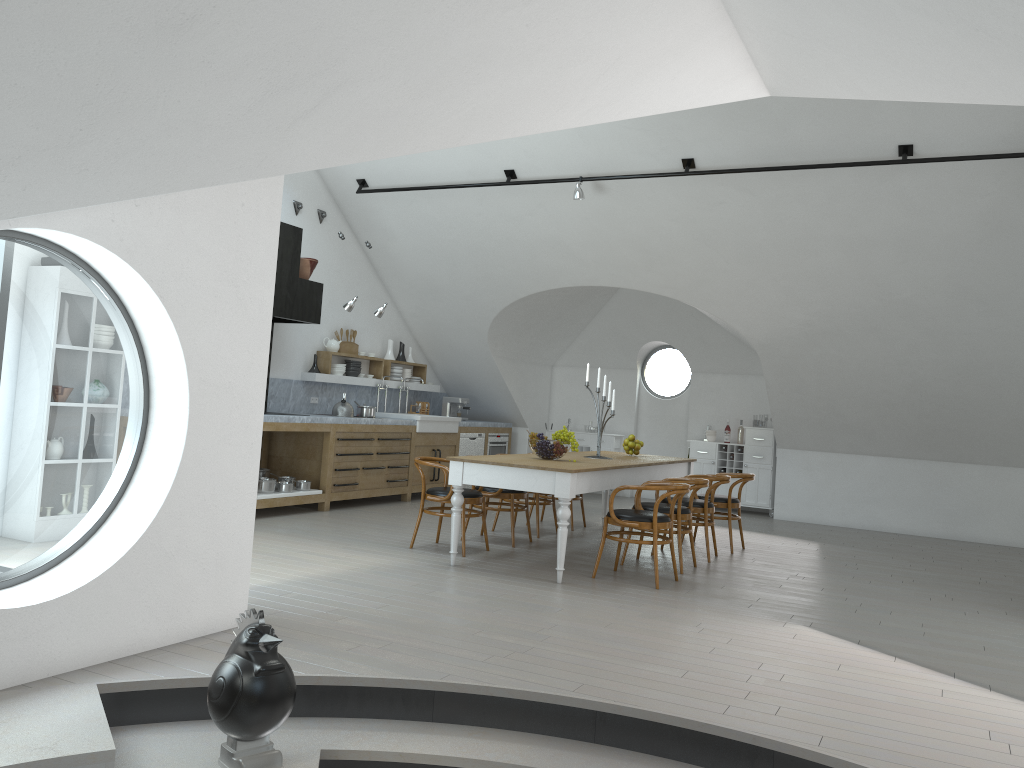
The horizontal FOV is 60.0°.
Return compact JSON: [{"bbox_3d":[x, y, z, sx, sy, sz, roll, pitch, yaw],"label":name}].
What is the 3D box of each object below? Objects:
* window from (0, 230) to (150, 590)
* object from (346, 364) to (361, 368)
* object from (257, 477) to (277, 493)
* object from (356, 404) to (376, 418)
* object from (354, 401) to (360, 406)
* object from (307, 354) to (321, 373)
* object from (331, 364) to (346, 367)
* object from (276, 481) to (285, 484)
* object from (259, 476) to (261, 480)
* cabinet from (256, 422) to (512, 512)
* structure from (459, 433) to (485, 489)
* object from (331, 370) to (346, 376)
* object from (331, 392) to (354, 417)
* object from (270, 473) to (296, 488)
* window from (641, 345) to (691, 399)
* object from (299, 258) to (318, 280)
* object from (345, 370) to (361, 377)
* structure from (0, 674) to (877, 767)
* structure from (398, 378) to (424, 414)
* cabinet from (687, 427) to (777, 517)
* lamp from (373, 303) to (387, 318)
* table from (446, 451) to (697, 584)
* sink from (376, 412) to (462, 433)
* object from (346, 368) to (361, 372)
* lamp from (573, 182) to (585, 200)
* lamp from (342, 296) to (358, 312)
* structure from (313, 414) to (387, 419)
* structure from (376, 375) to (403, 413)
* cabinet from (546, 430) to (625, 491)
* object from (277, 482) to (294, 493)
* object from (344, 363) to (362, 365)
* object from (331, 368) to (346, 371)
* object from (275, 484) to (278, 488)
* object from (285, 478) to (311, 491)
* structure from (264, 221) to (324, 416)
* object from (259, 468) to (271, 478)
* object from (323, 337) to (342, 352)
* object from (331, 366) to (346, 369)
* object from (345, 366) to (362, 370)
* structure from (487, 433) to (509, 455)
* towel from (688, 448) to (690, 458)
[{"bbox_3d":[-2.108,0.103,3.611,0.104,1.473,1.467,2,-3,26],"label":"window"},{"bbox_3d":[-1.934,-0.196,10.761,0.206,0.072,0.205,4,-2,14],"label":"object"},{"bbox_3d":[-2.448,0.962,8.523,0.379,0.164,0.222,4,-2,16],"label":"object"},{"bbox_3d":[-1.663,0.317,10.250,0.232,0.170,0.394,4,-2,6],"label":"object"},{"bbox_3d":[-1.727,0.285,10.195,0.236,0.167,0.051,3,-3,22],"label":"object"},{"bbox_3d":[-2.255,-0.233,10.155,0.156,0.219,0.155,4,-3,8],"label":"object"},{"bbox_3d":[-2.059,-0.206,10.508,0.180,0.076,0.181,5,-2,-26],"label":"object"},{"bbox_3d":[-2.355,0.991,8.835,0.041,0.045,0.247,3,-2,25],"label":"object"},{"bbox_3d":[-2.365,0.938,8.450,0.051,0.152,0.190,3,-3,26],"label":"object"},{"bbox_3d":[-1.863,0.946,10.175,1.004,1.023,6.416,3,-2,26],"label":"cabinet"},{"bbox_3d":[-0.810,1.050,11.941,0.599,0.824,0.722,3,-3,26],"label":"structure"},{"bbox_3d":[-2.066,-0.132,10.501,0.181,0.064,0.181,5,-2,-41],"label":"object"},{"bbox_3d":[-1.866,0.226,9.823,0.246,0.268,0.246,2,-3,36],"label":"object"},{"bbox_3d":[-2.338,0.997,9.089,0.181,0.134,0.309,6,-2,-39],"label":"object"},{"bbox_3d":[2.310,-0.171,13.112,0.900,0.901,0.060,3,-3,26],"label":"window"},{"bbox_3d":[-2.207,-1.183,9.208,0.366,0.237,0.347,2,-3,44],"label":"object"},{"bbox_3d":[-1.940,-0.121,10.755,0.206,0.072,0.205,4,-2,14],"label":"object"},{"bbox_3d":[-0.289,1.573,1.526,4.705,0.694,4.707,5,-2,-19],"label":"structure"},{"bbox_3d":[-1.305,0.188,11.538,0.333,0.530,0.213,4,-3,7],"label":"structure"},{"bbox_3d":[3.028,1.150,12.113,1.243,1.156,0.608,3,-3,26],"label":"cabinet"},{"bbox_3d":[-1.477,-0.828,9.981,0.169,0.176,0.112,3,-3,19],"label":"lamp"},{"bbox_3d":[0.678,1.054,7.814,1.019,0.800,3.342,3,-2,26],"label":"table"},{"bbox_3d":[-1.198,0.489,11.145,0.727,0.202,1.019,3,-2,26],"label":"sink"},{"bbox_3d":[-1.939,-0.147,10.756,0.205,0.086,0.205,5,-2,-26],"label":"object"},{"bbox_3d":[0.668,-1.911,8.784,0.112,0.175,0.114,5,-3,-11],"label":"lamp"},{"bbox_3d":[-1.736,-0.855,9.465,0.164,0.178,0.115,2,-4,45],"label":"lamp"},{"bbox_3d":[-1.862,0.384,10.023,0.648,0.041,0.736,3,-2,26],"label":"structure"},{"bbox_3d":[-1.520,0.162,11.102,0.333,0.530,0.213,4,-3,7],"label":"structure"},{"bbox_3d":[1.036,1.097,12.887,1.135,0.790,0.496,3,-3,26],"label":"cabinet"},{"bbox_3d":[-2.261,0.999,8.661,0.261,0.113,0.153,4,-2,16],"label":"object"},{"bbox_3d":[-1.933,-0.222,10.767,0.205,0.084,0.205,5,-2,-36],"label":"object"},{"bbox_3d":[-2.064,-0.154,10.502,0.181,0.065,0.181,5,-2,-26],"label":"object"},{"bbox_3d":[-2.479,0.986,8.816,0.508,0.052,0.263,4,-2,3],"label":"object"},{"bbox_3d":[-2.146,1.014,8.941,0.261,0.113,0.153,3,-2,26],"label":"object"},{"bbox_3d":[-2.539,-0.655,8.928,0.781,1.888,1.073,3,-3,26],"label":"structure"},{"bbox_3d":[-2.731,0.941,9.166,0.455,0.197,0.268,5,-2,-29],"label":"object"},{"bbox_3d":[-2.116,-0.457,10.437,0.174,0.169,0.167,4,-2,10],"label":"object"},{"bbox_3d":[-2.061,-0.177,10.506,0.181,0.069,0.181,2,-2,44],"label":"object"},{"bbox_3d":[-1.930,-0.174,10.757,0.205,0.086,0.205,5,-2,-21],"label":"object"},{"bbox_3d":[-0.467,0.996,12.620,0.631,0.637,0.631,3,-3,26],"label":"structure"},{"bbox_3d":[2.506,0.982,12.444,0.049,0.204,0.149,2,-3,27],"label":"towel"}]
